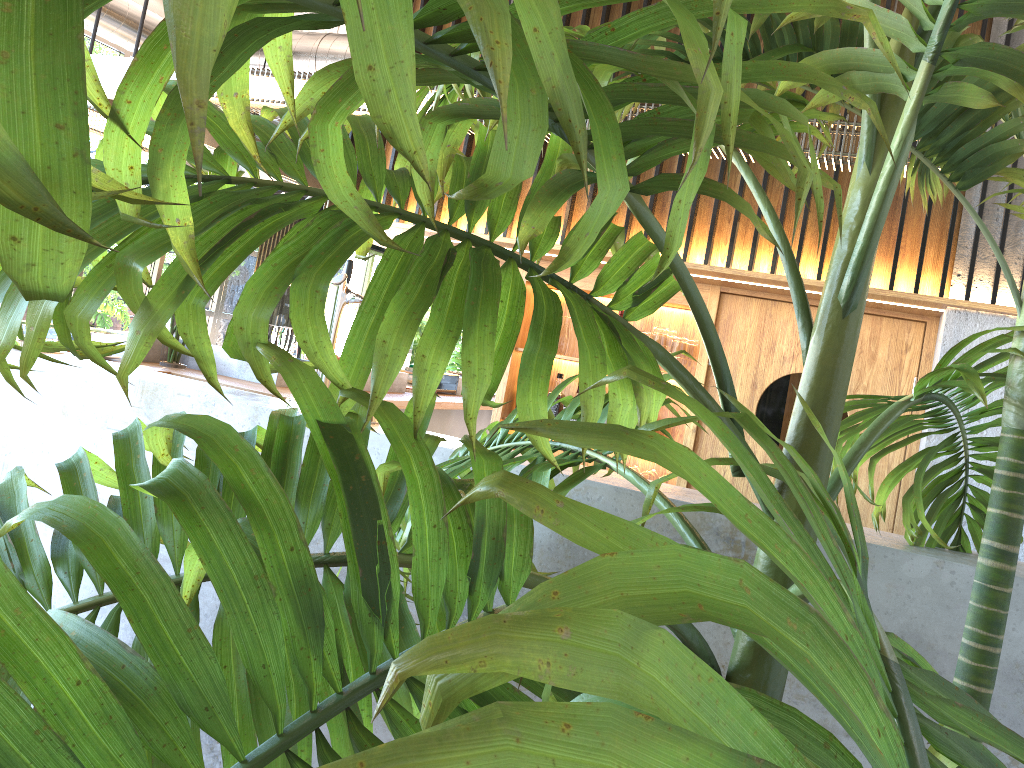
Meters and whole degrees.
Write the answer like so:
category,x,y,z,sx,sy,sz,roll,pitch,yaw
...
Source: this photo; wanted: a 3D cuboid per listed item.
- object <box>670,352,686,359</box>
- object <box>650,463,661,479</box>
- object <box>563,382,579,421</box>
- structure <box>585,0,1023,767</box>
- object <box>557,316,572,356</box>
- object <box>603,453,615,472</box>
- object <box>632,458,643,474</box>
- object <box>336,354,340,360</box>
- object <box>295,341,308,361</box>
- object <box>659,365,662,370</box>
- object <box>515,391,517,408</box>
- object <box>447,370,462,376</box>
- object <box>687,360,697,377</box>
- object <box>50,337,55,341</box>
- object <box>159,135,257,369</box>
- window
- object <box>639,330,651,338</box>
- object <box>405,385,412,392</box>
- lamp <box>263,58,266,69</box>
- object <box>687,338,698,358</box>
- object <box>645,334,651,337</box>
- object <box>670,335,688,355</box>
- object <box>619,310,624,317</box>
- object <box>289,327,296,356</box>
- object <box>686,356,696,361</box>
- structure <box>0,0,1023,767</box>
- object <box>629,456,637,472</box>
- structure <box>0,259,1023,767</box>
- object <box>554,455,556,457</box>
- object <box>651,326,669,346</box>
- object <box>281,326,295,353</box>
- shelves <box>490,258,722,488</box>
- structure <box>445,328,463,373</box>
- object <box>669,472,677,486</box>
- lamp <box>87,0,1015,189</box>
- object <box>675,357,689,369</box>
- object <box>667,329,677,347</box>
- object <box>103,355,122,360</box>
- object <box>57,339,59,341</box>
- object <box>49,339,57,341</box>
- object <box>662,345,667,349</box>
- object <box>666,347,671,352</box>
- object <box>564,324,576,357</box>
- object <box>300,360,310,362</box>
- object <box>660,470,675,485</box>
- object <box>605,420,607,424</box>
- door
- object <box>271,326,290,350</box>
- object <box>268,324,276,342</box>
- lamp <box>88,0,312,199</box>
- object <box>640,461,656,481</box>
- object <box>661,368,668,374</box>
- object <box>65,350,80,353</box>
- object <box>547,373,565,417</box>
category,x,y,z,sx,sy,sz,roll,pitch,yaw
object,-1.153,-0.210,1.346,0.102,0.503,7.717,9,1,31
object,0.748,0.464,4.698,0.094,0.246,0.091,11,-3,-8
object,0.359,0.108,4.772,0.119,0.281,0.127,9,-3,34
structure,0.825,-0.070,1.708,1.326,2.989,1.543,9,-2,29
object,0.271,-0.263,4.804,0.109,0.210,0.101,12,-3,-34
object,0.513,0.424,4.653,0.096,0.246,0.089,13,-3,-41
object,0.659,0.447,4.729,0.094,0.246,0.091,11,-3,-8
object,-1.274,-0.181,6.212,0.187,0.073,0.234,12,2,41
object,-1.342,-0.242,5.729,0.108,0.210,0.102,11,-2,-24
object,0.750,-0.111,4.665,0.087,0.092,0.090,10,-1,11
object,0.095,0.072,4.875,0.150,0.249,0.095,10,-3,8
object,-0.348,-0.131,8.390,0.204,0.135,0.826,11,2,28
object,0.942,-0.078,4.691,0.085,0.092,0.092,10,-1,45
object,-2.572,-0.233,4.965,0.100,0.066,0.071,10,0,-21
object,-1.900,-0.862,5.473,0.653,1.555,0.600,9,-3,26
window,-2.095,-2.454,8.247,4.041,6.506,20.839,10,1,22
object,0.702,-0.239,4.774,0.092,0.092,0.085,11,-1,-34
object,-0.854,0.033,7.120,0.311,0.037,0.287,8,3,-41
lamp,0.039,-2.680,12.477,3.699,1.533,10.264,11,2,19
object,0.942,-0.193,4.701,0.087,0.092,0.090,10,-1,17
object,-0.639,-0.183,3.009,0.101,0.503,4.303,8,0,38
object,0.870,-0.202,4.607,0.086,0.092,0.091,10,-1,24
object,0.558,-0.250,4.725,0.088,0.299,0.084,12,-3,-21
object,-1.449,-0.262,5.758,0.108,0.210,0.102,11,-2,-24
object,0.938,-0.173,4.699,0.088,0.092,0.089,10,-1,4
structure,0.331,-0.285,1.426,2.021,3.144,2.990,9,-1,32
object,0.613,0.443,4.619,0.096,0.246,0.089,13,-3,-41
structure,0.307,0.485,6.168,5.700,1.733,7.295,11,2,21
object,0.196,0.494,4.863,0.109,0.210,0.101,12,-3,-34
object,0.770,-0.249,4.618,0.086,0.092,0.091,10,-1,24
object,-1.439,-0.255,5.624,0.109,0.210,0.101,12,-3,-34
shelves,0.425,0.399,4.745,1.083,2.064,0.286,10,-3,19
structure,-0.155,-0.741,14.669,2.412,3.447,2.684,10,-1,6
object,0.843,0.483,4.666,0.094,0.246,0.091,11,-3,-8
lamp,0.478,-2.057,6.575,4.876,2.136,6.873,11,2,15
object,0.861,-0.088,4.572,0.085,0.092,0.092,10,-1,45
object,0.827,-0.242,4.702,0.087,0.092,0.090,10,-1,16
object,-2.523,-0.181,5.022,0.325,0.025,0.506,11,2,21
object,-2.516,-0.222,4.945,0.069,0.062,0.086,10,0,11
object,-2.630,-0.220,4.959,0.189,0.065,0.271,10,2,8
object,0.765,-0.224,4.617,0.086,0.092,0.091,10,-1,24
object,0.822,-0.217,4.701,0.088,0.092,0.090,10,-1,10
object,0.302,-0.261,4.892,0.109,0.210,0.101,12,-3,-34
object,-1.480,-0.166,5.632,0.266,0.019,0.448,11,2,21
object,0.797,0.479,4.555,0.096,0.246,0.089,13,-3,-41
object,0.510,0.125,4.744,0.088,0.299,0.084,12,-3,-21
door,1.642,0.554,6.386,2.103,2.058,4.192,10,1,22
object,-1.442,-0.250,5.495,0.108,0.210,0.102,11,-2,-24
object,-1.536,-0.269,5.540,0.108,0.210,0.102,11,-2,-24
lamp,-0.755,-2.488,8.078,4.964,1.825,19.349,11,2,22
object,0.703,0.461,4.588,0.096,0.246,0.089,13,-3,-41
object,0.824,-0.100,4.720,0.086,0.092,0.092,10,-1,31
object,-2.475,-0.197,4.889,0.130,0.074,0.203,11,2,21
object,0.239,0.081,4.829,0.081,0.283,0.084,9,-3,21
